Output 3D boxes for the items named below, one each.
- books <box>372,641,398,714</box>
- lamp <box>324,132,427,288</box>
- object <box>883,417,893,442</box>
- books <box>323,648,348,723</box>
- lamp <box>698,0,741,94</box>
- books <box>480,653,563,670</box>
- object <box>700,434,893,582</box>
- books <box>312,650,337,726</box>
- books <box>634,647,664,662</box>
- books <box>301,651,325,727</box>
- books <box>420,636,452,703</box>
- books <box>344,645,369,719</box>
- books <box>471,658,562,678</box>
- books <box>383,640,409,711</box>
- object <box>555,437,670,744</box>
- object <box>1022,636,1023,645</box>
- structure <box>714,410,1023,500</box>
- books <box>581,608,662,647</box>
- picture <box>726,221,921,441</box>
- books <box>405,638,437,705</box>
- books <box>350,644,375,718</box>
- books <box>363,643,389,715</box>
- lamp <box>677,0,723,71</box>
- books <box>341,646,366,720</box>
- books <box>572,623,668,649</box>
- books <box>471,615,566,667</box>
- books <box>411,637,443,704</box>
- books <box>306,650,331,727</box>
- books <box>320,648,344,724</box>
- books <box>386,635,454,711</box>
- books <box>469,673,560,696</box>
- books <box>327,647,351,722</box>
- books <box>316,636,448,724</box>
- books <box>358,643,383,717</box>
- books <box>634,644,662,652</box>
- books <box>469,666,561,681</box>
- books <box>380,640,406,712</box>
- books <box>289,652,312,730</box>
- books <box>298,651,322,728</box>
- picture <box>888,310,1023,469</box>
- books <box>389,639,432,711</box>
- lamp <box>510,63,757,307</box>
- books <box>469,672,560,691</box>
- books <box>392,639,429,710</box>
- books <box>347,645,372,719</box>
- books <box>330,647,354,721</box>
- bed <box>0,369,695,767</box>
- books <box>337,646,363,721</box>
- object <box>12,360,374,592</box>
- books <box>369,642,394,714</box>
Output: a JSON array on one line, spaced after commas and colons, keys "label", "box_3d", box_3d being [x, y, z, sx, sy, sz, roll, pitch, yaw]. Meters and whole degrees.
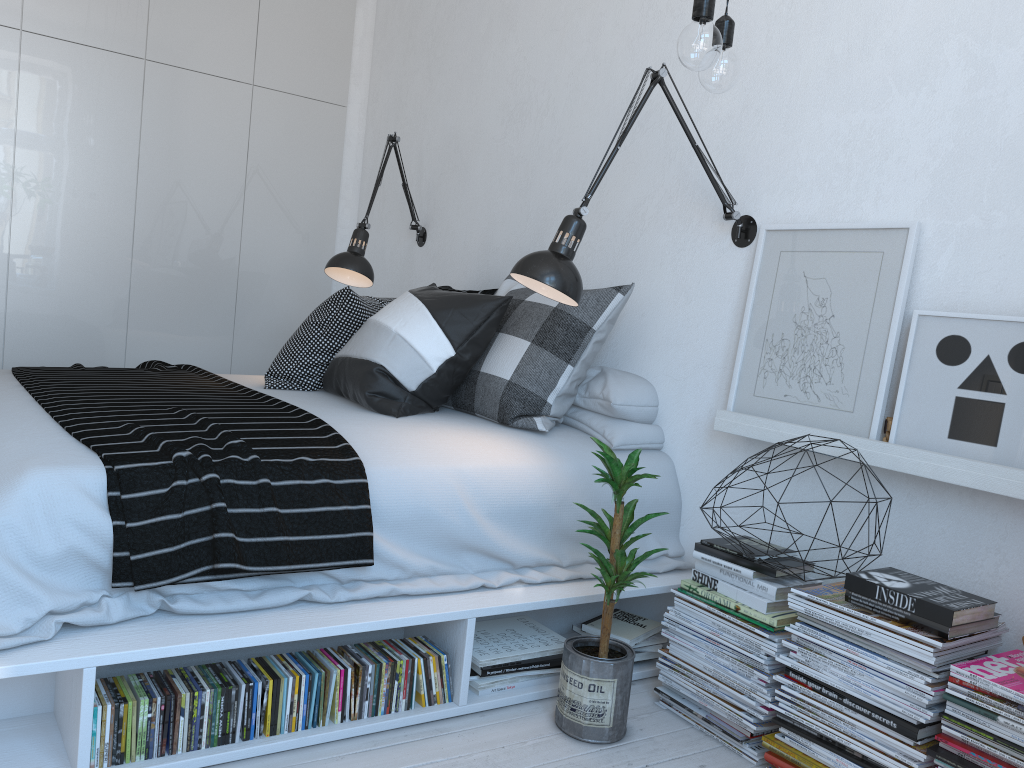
[{"label": "books", "box_3d": [-0.306, 0.686, 2.077, 0.010, 0.125, 0.125, 3, 6, -35]}, {"label": "lamp", "box_3d": [-0.505, -0.730, 3.751, 0.200, 0.670, 0.698, 9, 6, 27]}, {"label": "object", "box_3d": [0.893, 0.117, 2.098, 0.035, 0.079, 0.098, 7, 5, 12]}, {"label": "books", "box_3d": [-0.405, 0.681, 2.009, 0.007, 0.125, 0.125, 3, 6, -35]}, {"label": "lamp", "box_3d": [0.128, -1.361, 2.087, 0.074, 1.531, 1.380, 3, 6, -30]}, {"label": "books", "box_3d": [-0.004, 0.687, 2.329, 0.289, 0.010, 0.210, 3, 6, -33]}, {"label": "object", "box_3d": [0.665, 0.270, 2.089, 0.316, 0.327, 0.478, 5, 5, -18]}, {"label": "books", "box_3d": [-0.431, 0.680, 1.991, 0.016, 0.125, 0.125, 3, 6, -35]}, {"label": "books", "box_3d": [0.300, 0.746, 2.513, 0.211, 0.026, 0.156, 3, 6, -33]}, {"label": "books", "box_3d": [-0.448, 0.679, 1.979, 0.011, 0.125, 0.125, 3, 6, -35]}, {"label": "books", "box_3d": [-0.188, 0.694, 2.160, 0.036, 0.123, 0.125, 3, 6, -35]}, {"label": "books", "box_3d": [-0.364, 0.683, 2.037, 0.008, 0.125, 0.125, 3, 6, -35]}, {"label": "books", "box_3d": [-0.008, 0.702, 2.335, 0.288, 0.021, 0.221, 3, 5, -31]}, {"label": "books", "box_3d": [-0.281, 0.687, 2.095, 0.008, 0.125, 0.125, 3, 6, -35]}, {"label": "object", "box_3d": [0.232, 0.482, 2.111, 0.201, 0.684, 0.250, 5, 5, -16]}, {"label": "object", "box_3d": [1.055, 0.520, 1.629, 0.257, 0.086, 0.258, 2, 6, -39]}, {"label": "structure", "box_3d": [1.041, 0.198, 1.840, 0.138, 0.056, 1.532, 3, 6, -35]}, {"label": "books", "box_3d": [0.312, 0.686, 2.501, 0.155, 0.023, 0.195, 9, 6, 35]}, {"label": "picture", "box_3d": [0.772, -0.142, 2.259, 0.063, 0.537, 0.451, 2, 6, -36]}, {"label": "books", "box_3d": [-0.220, 0.692, 2.138, 0.034, 0.123, 0.125, 3, 6, -35]}, {"label": "books", "box_3d": [-0.351, 0.684, 2.047, 0.010, 0.125, 0.125, 3, 6, -35]}, {"label": "books", "box_3d": [-0.324, 0.685, 2.065, 0.008, 0.125, 0.125, 3, 6, -35]}, {"label": "lamp", "box_3d": [0.066, -1.358, 1.963, 0.074, 1.531, 1.380, 3, 6, -30]}, {"label": "books", "box_3d": [-0.370, 0.683, 2.033, 0.007, 0.125, 0.125, 3, 6, -35]}, {"label": "books", "box_3d": [0.305, 0.705, 2.508, 0.211, 0.018, 0.173, 3, 6, -35]}, {"label": "books", "box_3d": [-0.019, 0.672, 2.333, 0.304, 0.017, 0.229, 3, 6, -35]}, {"label": "books", "box_3d": [-0.207, 0.693, 2.147, 0.036, 0.123, 0.125, 3, 6, -35]}, {"label": "books", "box_3d": [-0.440, 0.679, 1.985, 0.009, 0.125, 0.125, 3, 6, -35]}, {"label": "books", "box_3d": [-0.412, 0.681, 2.004, 0.009, 0.125, 0.125, 3, 6, -35]}, {"label": "books", "box_3d": [-0.222, 0.691, 2.135, 0.135, 0.126, 0.125, 3, 6, -35]}, {"label": "books", "box_3d": [-0.023, 0.749, 2.342, 0.294, 0.016, 0.218, 3, 6, -35]}, {"label": "books", "box_3d": [-0.397, 0.682, 2.015, 0.012, 0.125, 0.125, 3, 6, -35]}, {"label": "books", "box_3d": [-0.302, 0.687, 2.080, 0.297, 0.126, 0.125, 3, 6, -35]}, {"label": "books", "box_3d": [-0.336, 0.685, 2.057, 0.007, 0.125, 0.125, 3, 6, -35]}, {"label": "books", "box_3d": [0.311, 0.723, 2.532, 0.197, 0.018, 0.156, 5, 5, -10]}, {"label": "books", "box_3d": [-0.025, 0.716, 2.343, 0.292, 0.013, 0.235, 4, 5, -26]}, {"label": "books", "box_3d": [-0.287, 0.687, 2.091, 0.008, 0.125, 0.125, 3, 6, -35]}, {"label": "books", "box_3d": [-0.473, 0.678, 1.962, 0.008, 0.125, 0.125, 3, 6, -35]}, {"label": "books", "box_3d": [-0.456, 0.679, 1.973, 0.009, 0.125, 0.125, 3, 6, -35]}, {"label": "picture", "box_3d": [1.007, 0.016, 1.898, 0.040, 0.329, 0.366, 2, 6, -38]}, {"label": "books", "box_3d": [-0.245, 0.690, 2.120, 0.066, 0.126, 0.125, 3, 6, -35]}, {"label": "lamp", "box_3d": [0.341, -0.529, 2.411, 0.687, 0.670, 0.200, 4, 6, -26]}, {"label": "books", "box_3d": [-0.032, 0.731, 2.346, 0.304, 0.017, 0.229, 2, 6, -38]}, {"label": "books", "box_3d": [-0.245, 0.690, 2.120, 0.049, 0.126, 0.125, 3, 6, -35]}, {"label": "books", "box_3d": [-0.358, 0.684, 2.041, 0.008, 0.125, 0.125, 3, 6, -35]}, {"label": "books", "box_3d": [-0.389, 0.682, 2.020, 0.018, 0.125, 0.125, 3, 6, -35]}, {"label": "bed", "box_3d": [-0.769, 0.335, 2.951, 2.292, 0.623, 2.281, 3, 6, -35]}, {"label": "books", "box_3d": [-0.377, 0.683, 2.028, 0.009, 0.125, 0.125, 3, 6, -35]}, {"label": "object", "box_3d": [-1.116, 0.149, 2.675, 0.619, 0.322, 2.046, 3, 6, -35]}, {"label": "books", "box_3d": [-0.312, 0.686, 2.073, 0.008, 0.125, 0.125, 3, 6, -35]}]
